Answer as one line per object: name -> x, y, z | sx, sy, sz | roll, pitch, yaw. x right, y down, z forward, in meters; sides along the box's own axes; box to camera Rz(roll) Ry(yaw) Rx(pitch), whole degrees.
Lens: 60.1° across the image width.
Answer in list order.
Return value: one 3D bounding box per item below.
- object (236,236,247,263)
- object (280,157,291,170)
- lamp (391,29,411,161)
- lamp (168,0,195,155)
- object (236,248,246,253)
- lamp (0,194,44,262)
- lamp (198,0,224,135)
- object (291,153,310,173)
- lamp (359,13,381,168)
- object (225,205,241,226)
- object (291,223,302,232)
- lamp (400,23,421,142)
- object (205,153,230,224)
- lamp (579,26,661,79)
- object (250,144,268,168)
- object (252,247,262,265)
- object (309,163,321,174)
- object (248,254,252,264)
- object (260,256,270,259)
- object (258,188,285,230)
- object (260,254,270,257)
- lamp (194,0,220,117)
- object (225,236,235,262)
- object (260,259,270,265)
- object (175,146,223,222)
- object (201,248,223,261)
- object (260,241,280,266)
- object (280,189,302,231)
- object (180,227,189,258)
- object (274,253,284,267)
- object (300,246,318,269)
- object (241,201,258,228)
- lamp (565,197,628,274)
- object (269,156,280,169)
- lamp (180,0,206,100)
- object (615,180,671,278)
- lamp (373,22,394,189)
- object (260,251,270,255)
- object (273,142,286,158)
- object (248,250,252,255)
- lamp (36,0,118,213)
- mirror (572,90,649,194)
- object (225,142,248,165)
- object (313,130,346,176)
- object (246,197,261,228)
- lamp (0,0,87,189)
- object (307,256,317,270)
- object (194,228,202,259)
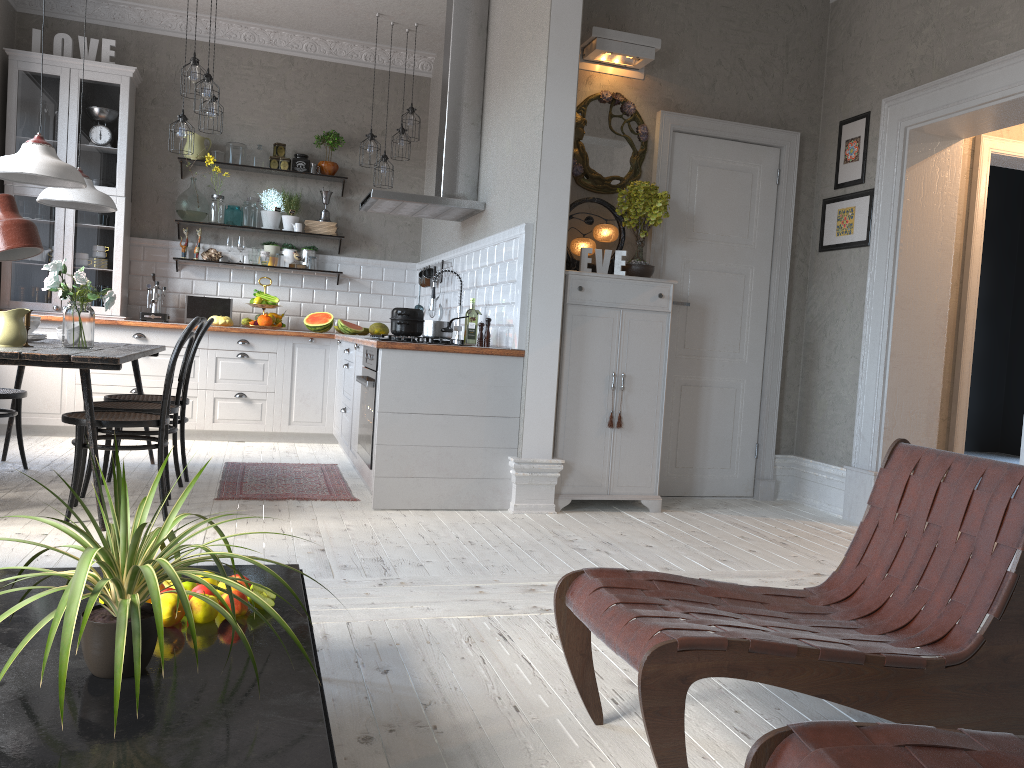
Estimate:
object -> -2.199, -1.088, 7.188 | 0.083, 0.217, 0.080 | 2, 3, -31
object -> -1.868, -1.801, 7.301 | 0.083, 0.113, 0.082 | 3, 3, -7
lamp -> -0.837, -2.661, 7.035 | 0.144, 1.734, 0.149 | 5, 3, 25
lamp -> -2.143, -2.402, 5.844 | 0.143, 1.734, 0.150 | 6, 4, 40
object -> -2.226, -1.094, 7.272 | 0.083, 0.217, 0.080 | 2, 3, -31
lamp -> -1.092, 0.035, 1.788 | 0.248, 0.839, 0.139 | 5, 3, 18
lamp -> -1.963, -2.551, 5.888 | 0.149, 1.734, 0.144 | 2, 3, -30
object -> -1.761, -1.829, 7.385 | 0.144, 0.174, 0.140 | 3, 3, -17
lamp -> -1.035, -2.529, 6.730 | 0.145, 1.734, 0.148 | 4, 3, 15
object -> -2.283, -1.372, 7.257 | 0.127, 0.172, 0.125 | 3, 3, -14
object -> -1.765, -1.290, 7.311 | 0.105, 0.071, 0.063 | 4, 3, 12
lamp -> -0.742, -2.775, 6.881 | 0.143, 1.734, 0.150 | 6, 4, 45
object -> -2.368, -1.554, 7.068 | 0.195, 0.540, 0.276 | 2, 3, -25
lamp -> 0.607, -1.874, 5.028 | 0.421, 0.171, 0.217 | 3, 3, -18
object -> -2.093, -1.871, 7.332 | 0.137, 0.220, 0.142 | 6, 3, 32
object -> -2.096, -1.045, 7.259 | 0.080, 0.139, 0.077 | 1, 4, -44
object -> -1.630, -1.778, 7.329 | 0.094, 0.096, 0.074 | 3, 3, -17
object -> -2.147, -1.024, 7.322 | 0.078, 0.083, 0.078 | 4, 3, 0
object -> -2.020, -1.013, 7.240 | 0.078, 0.051, 0.076 | 3, 3, -24
object -> -1.979, -1.448, 7.351 | 0.245, 0.354, 0.234 | 4, 3, 1
object -> -2.019, -1.030, 7.240 | 0.077, 0.051, 0.077 | 4, 3, 2
lamp -> -1.886, -2.581, 5.584 | 0.144, 1.734, 0.149 | 5, 3, 30
object -> -2.310, -1.098, 7.249 | 0.083, 0.217, 0.080 | 2, 3, -31
object -> -2.021, -0.996, 7.241 | 0.078, 0.051, 0.076 | 3, 3, -24
object -> -2.543, -1.633, 7.051 | 0.331, 0.674, 0.341 | 6, 4, 41
object -> -2.434, -1.048, 7.170 | 0.180, 0.111, 0.094 | 1, 4, -40
object -> -2.015, -1.086, 7.368 | 0.160, 0.217, 0.153 | 2, 4, -37
object -> -1.836, -1.450, 7.343 | 0.166, 0.380, 0.188 | 6, 3, 34
object -> -2.641, -1.136, 7.139 | 0.060, 0.264, 0.054 | 6, 4, 44
object -> -1.923, -1.022, 7.328 | 0.079, 0.108, 0.076 | 3, 3, -24
object -> -1.712, -1.066, 7.485 | 0.161, 0.213, 0.151 | 3, 3, -20
object -> -2.139, -1.376, 7.211 | 0.124, 0.206, 0.125 | 4, 3, 5
lamp -> 0.441, -0.772, 5.000 | 0.453, 0.558, 0.170 | 3, 3, -10
object -> -1.953, -1.806, 7.277 | 0.084, 0.113, 0.082 | 3, 3, -17
lamp -> -2.013, -2.727, 5.698 | 0.149, 1.734, 0.144 | 2, 3, -30
object -> 0.739, -0.867, 5.008 | 0.294, 0.553, 0.344 | 5, 3, 17
lamp -> -0.955, -2.409, 6.903 | 0.143, 1.734, 0.150 | 6, 4, 45
object -> -2.017, -1.056, 7.238 | 0.079, 0.051, 0.076 | 2, 3, -31
object -> -1.910, -1.915, 7.270 | 0.084, 0.113, 0.081 | 2, 3, -37
object -> -2.145, -1.057, 7.320 | 0.078, 0.083, 0.078 | 4, 3, 0
lamp -> -2.234, -1.860, 4.635 | 0.382, 1.858, 0.376 | 3, 3, -10
mirror -> 0.550, -1.402, 5.127 | 0.539, 0.593, 0.070 | 3, 3, -18
object -> -2.240, -1.856, 7.187 | 0.169, 0.184, 0.174 | 5, 3, 22
object -> -1.517, -1.926, 7.409 | 0.260, 0.397, 0.242 | 4, 3, 7
object -> -2.156, -1.413, 7.359 | 0.132, 0.264, 0.130 | 3, 3, -12
lamp -> -1.992, -1.801, 3.787 | 0.374, 1.858, 0.384 | 5, 3, 20
object -> -1.666, -1.008, 7.385 | 0.079, 0.108, 0.076 | 3, 3, -24
object -> -2.535, -1.129, 7.158 | 0.052, 0.264, 0.062 | 5, 3, 19
